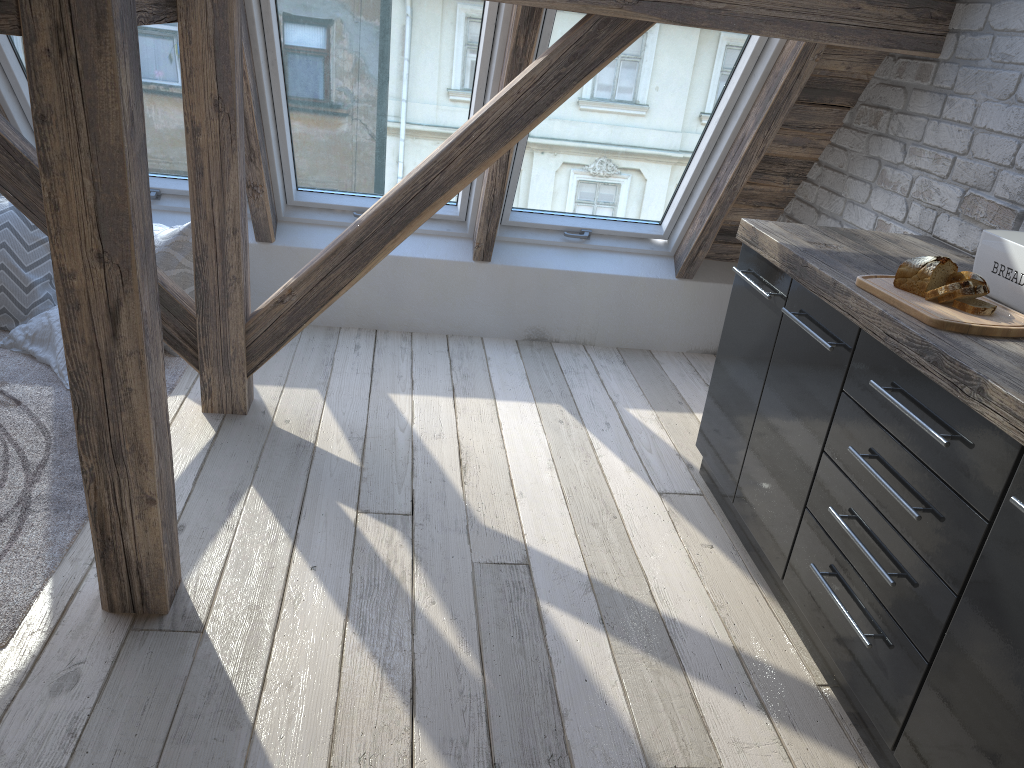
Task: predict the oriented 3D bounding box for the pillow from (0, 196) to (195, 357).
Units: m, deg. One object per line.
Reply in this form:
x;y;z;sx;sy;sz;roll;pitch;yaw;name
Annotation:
-1.736;-0.458;3.457;1.155;0.561;0.476;6;25;-3;pillow

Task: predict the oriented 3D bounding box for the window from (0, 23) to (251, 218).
-1.383;-1.159;3.002;0.856;1.340;1.042;3;26;-8;window

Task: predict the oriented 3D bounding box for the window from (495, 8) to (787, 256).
0.437;-1.036;3.260;0.856;1.340;1.042;3;26;-8;window

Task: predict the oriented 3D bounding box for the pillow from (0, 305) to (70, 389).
-1.586;-0.199;3.264;0.526;0.254;0.462;21;27;30;pillow

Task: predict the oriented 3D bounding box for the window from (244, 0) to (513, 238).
-0.473;-1.097;3.131;0.856;1.340;1.042;3;26;-8;window

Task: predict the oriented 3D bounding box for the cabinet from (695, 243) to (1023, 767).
0.489;-0.100;0.520;2.094;2.632;4.009;3;24;-8;cabinet

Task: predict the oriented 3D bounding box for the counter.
0.308;0.589;1.081;2.243;0.896;3.627;4;23;-8;counter

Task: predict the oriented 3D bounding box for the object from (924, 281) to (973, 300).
0.930;-0.199;1.858;0.083;0.060;0.069;-8;28;-30;object

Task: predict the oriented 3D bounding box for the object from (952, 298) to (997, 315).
0.970;-0.160;1.834;0.077;0.018;0.066;-6;26;-28;object

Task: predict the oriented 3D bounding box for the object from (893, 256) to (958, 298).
0.902;-0.243;1.918;0.085;0.092;0.086;-7;29;-28;object

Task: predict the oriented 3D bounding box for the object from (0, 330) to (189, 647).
-2.741;0.013;2.602;3.189;0.059;2.081;4;23;-8;object

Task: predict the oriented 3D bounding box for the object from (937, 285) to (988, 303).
0.952;-0.188;1.844;0.082;0.058;0.070;-7;28;-29;object

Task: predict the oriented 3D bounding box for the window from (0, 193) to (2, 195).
-2.293;-1.220;2.873;0.856;1.340;1.042;3;26;-8;window

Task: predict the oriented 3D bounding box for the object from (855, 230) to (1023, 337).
1.080;-0.228;1.913;0.589;0.141;0.363;-1;24;-18;object

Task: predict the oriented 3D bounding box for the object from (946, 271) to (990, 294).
0.980;-0.210;1.886;0.078;0.070;0.071;-10;30;-33;object
